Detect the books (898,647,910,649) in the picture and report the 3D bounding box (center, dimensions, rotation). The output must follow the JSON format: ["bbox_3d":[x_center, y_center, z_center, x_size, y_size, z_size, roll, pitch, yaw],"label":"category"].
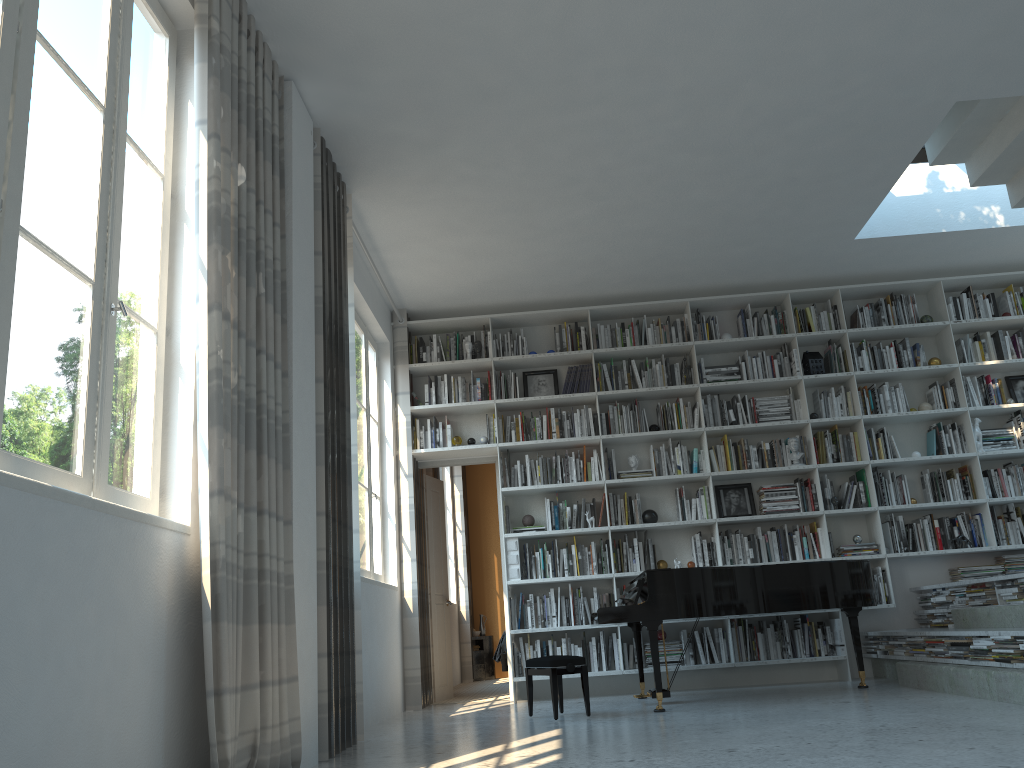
[{"bbox_3d":[2.790,1.825,6.159,0.147,0.012,0.207,-5,-16,3],"label":"books"}]

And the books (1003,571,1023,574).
[{"bbox_3d":[3.978,1.475,6.941,0.285,0.007,0.160,-5,-16,4],"label":"books"}]

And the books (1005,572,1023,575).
[{"bbox_3d":[3.978,1.481,6.935,0.254,0.007,0.161,-3,-16,-2],"label":"books"}]

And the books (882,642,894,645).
[{"bbox_3d":[2.808,1.885,6.463,0.143,0.019,0.231,-5,-16,3],"label":"books"}]

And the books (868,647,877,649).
[{"bbox_3d":[2.826,2.001,6.735,0.122,0.008,0.291,-3,-16,-3],"label":"books"}]

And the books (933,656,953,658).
[{"bbox_3d":[2.759,1.703,5.547,0.147,0.008,0.237,-4,-16,1],"label":"books"}]

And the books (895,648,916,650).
[{"bbox_3d":[2.791,1.834,6.157,0.149,0.007,0.301,-5,-16,2],"label":"books"}]

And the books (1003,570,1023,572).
[{"bbox_3d":[3.976,1.461,6.940,0.285,0.007,0.160,-3,-16,-2],"label":"books"}]

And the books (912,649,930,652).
[{"bbox_3d":[2.767,1.753,5.856,0.165,0.012,0.205,-5,-16,2],"label":"books"}]

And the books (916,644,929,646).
[{"bbox_3d":[2.773,1.722,5.864,0.140,0.013,0.181,-5,-16,5],"label":"books"}]

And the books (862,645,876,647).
[{"bbox_3d":[2.801,1.989,6.740,0.177,0.012,0.279,-3,-16,-2],"label":"books"}]

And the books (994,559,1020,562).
[{"bbox_3d":[3.971,1.381,6.965,0.285,0.005,0.160,-4,-16,-1],"label":"books"}]

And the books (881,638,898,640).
[{"bbox_3d":[2.809,1.855,6.470,0.135,0.014,0.298,-5,-16,3],"label":"books"}]

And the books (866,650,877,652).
[{"bbox_3d":[2.814,2.022,6.730,0.155,0.009,0.233,-3,-16,-3],"label":"books"}]

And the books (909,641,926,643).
[{"bbox_3d":[2.746,1.702,5.871,0.182,0.016,0.199,-6,-16,7],"label":"books"}]

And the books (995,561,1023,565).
[{"bbox_3d":[3.969,1.403,6.964,0.285,0.005,0.160,-4,-16,1],"label":"books"}]

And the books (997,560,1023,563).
[{"bbox_3d":[3.968,1.391,6.960,0.285,0.005,0.160,-3,-16,-2],"label":"books"}]

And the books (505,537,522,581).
[{"bbox_3d":[0.013,1.419,7.133,0.106,0.339,0.308,-4,-16,2],"label":"books"}]

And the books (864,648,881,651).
[{"bbox_3d":[2.804,2.013,6.733,0.179,0.012,0.262,-5,-16,5],"label":"books"}]

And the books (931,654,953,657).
[{"bbox_3d":[2.743,1.696,5.550,0.161,0.008,0.255,-6,-16,7],"label":"books"}]

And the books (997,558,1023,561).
[{"bbox_3d":[3.970,1.375,6.962,0.254,0.005,0.161,-3,-16,-3],"label":"books"}]

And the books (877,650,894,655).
[{"bbox_3d":[2.791,1.948,6.446,0.189,0.029,0.238,-5,-16,2],"label":"books"}]

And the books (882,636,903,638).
[{"bbox_3d":[2.803,1.840,6.475,0.137,0.018,0.201,-6,-16,6],"label":"books"}]

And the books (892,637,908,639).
[{"bbox_3d":[2.777,1.766,6.176,0.159,0.006,0.286,-5,-16,4],"label":"books"}]

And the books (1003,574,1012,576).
[{"bbox_3d":[3.978,1.487,6.931,0.285,0.007,0.160,-6,-16,7],"label":"books"}]

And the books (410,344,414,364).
[{"bbox_3d":[-0.853,-0.216,7.673,0.024,0.227,0.130,-4,-15,2],"label":"books"}]

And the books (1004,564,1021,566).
[{"bbox_3d":[3.970,1.418,6.957,0.285,0.005,0.160,-4,-16,0],"label":"books"}]

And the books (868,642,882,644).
[{"bbox_3d":[2.825,1.966,6.745,0.136,0.013,0.259,-4,-16,0],"label":"books"}]

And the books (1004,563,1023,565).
[{"bbox_3d":[3.970,1.413,6.961,0.254,0.005,0.161,-4,-16,1],"label":"books"}]

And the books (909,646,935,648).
[{"bbox_3d":[2.760,1.735,5.861,0.159,0.011,0.247,-3,-16,-2],"label":"books"}]

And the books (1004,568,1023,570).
[{"bbox_3d":[3.975,1.447,6.942,0.285,0.007,0.160,-3,-16,-3],"label":"books"}]

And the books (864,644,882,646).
[{"bbox_3d":[2.803,1.979,6.743,0.188,0.009,0.211,-4,-16,1],"label":"books"}]

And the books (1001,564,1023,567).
[{"bbox_3d":[3.971,1.424,6.960,0.254,0.005,0.161,-5,-16,2],"label":"books"}]

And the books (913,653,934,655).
[{"bbox_3d":[2.776,1.774,5.850,0.140,0.008,0.284,-4,-16,0],"label":"books"}]

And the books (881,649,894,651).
[{"bbox_3d":[2.802,1.927,6.452,0.147,0.012,0.207,-3,-16,-3],"label":"books"}]

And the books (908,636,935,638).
[{"bbox_3d":[2.755,1.674,5.878,0.174,0.011,0.228,-4,-16,1],"label":"books"}]

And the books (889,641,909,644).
[{"bbox_3d":[2.768,1.794,6.169,0.180,0.015,0.295,-4,-16,0],"label":"books"}]

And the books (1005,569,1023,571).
[{"bbox_3d":[3.976,1.456,6.949,0.254,0.007,0.161,-5,-16,3],"label":"books"}]

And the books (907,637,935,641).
[{"bbox_3d":[2.753,1.687,5.874,0.171,0.015,0.253,-4,-16,-1],"label":"books"}]

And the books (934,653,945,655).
[{"bbox_3d":[2.765,1.688,5.551,0.128,0.005,0.297,-5,-16,4],"label":"books"}]

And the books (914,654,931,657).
[{"bbox_3d":[2.768,1.785,5.847,0.157,0.014,0.181,-4,-16,-1],"label":"books"}]

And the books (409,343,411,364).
[{"bbox_3d":[-0.872,-0.217,7.651,0.014,0.218,0.189,-4,-16,2],"label":"books"}]

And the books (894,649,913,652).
[{"bbox_3d":[2.779,1.845,6.154,0.172,0.014,0.221,-5,-16,3],"label":"books"}]

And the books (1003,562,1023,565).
[{"bbox_3d":[3.970,1.408,6.963,0.285,0.005,0.160,-5,-16,3],"label":"books"}]

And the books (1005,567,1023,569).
[{"bbox_3d":[3.975,1.443,6.952,0.254,0.007,0.161,-5,-16,3],"label":"books"}]

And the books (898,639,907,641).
[{"bbox_3d":[2.790,1.776,6.172,0.130,0.018,0.256,-5,-16,5],"label":"books"}]

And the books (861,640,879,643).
[{"bbox_3d":[2.793,1.956,6.749,0.191,0.013,0.244,-3,-16,-2],"label":"books"}]

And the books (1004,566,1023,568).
[{"bbox_3d":[3.975,1.436,6.955,0.285,0.007,0.160,-5,-16,3],"label":"books"}]

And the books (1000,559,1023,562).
[{"bbox_3d":[3.971,1.386,6.961,0.254,0.005,0.161,-6,-16,6],"label":"books"}]

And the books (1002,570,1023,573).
[{"bbox_3d":[3.976,1.467,6.939,0.254,0.007,0.161,-3,-16,-2],"label":"books"}]

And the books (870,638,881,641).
[{"bbox_3d":[2.827,1.939,6.752,0.133,0.017,0.232,-5,-16,3],"label":"books"}]

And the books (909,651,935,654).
[{"bbox_3d":[2.763,1.765,5.853,0.159,0.012,0.293,-4,-16,-1],"label":"books"}]

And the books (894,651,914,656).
[{"bbox_3d":[2.773,1.865,6.149,0.177,0.026,0.231,-5,-16,5],"label":"books"}]

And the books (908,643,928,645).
[{"bbox_3d":[2.754,1.713,5.867,0.169,0.009,0.242,-3,-16,-2],"label":"books"}]

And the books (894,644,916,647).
[{"bbox_3d":[2.772,1.810,6.164,0.171,0.020,0.194,-6,-16,6],"label":"books"}]

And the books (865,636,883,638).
[{"bbox_3d":[2.811,1.925,6.757,0.158,0.014,0.235,-4,-16,0],"label":"books"}]

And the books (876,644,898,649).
[{"bbox_3d":[2.781,1.909,6.458,0.191,0.028,0.213,-6,-16,6],"label":"books"}]

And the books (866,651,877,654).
[{"bbox_3d":[2.816,2.034,6.727,0.171,0.015,0.242,-5,-16,2],"label":"books"}]
